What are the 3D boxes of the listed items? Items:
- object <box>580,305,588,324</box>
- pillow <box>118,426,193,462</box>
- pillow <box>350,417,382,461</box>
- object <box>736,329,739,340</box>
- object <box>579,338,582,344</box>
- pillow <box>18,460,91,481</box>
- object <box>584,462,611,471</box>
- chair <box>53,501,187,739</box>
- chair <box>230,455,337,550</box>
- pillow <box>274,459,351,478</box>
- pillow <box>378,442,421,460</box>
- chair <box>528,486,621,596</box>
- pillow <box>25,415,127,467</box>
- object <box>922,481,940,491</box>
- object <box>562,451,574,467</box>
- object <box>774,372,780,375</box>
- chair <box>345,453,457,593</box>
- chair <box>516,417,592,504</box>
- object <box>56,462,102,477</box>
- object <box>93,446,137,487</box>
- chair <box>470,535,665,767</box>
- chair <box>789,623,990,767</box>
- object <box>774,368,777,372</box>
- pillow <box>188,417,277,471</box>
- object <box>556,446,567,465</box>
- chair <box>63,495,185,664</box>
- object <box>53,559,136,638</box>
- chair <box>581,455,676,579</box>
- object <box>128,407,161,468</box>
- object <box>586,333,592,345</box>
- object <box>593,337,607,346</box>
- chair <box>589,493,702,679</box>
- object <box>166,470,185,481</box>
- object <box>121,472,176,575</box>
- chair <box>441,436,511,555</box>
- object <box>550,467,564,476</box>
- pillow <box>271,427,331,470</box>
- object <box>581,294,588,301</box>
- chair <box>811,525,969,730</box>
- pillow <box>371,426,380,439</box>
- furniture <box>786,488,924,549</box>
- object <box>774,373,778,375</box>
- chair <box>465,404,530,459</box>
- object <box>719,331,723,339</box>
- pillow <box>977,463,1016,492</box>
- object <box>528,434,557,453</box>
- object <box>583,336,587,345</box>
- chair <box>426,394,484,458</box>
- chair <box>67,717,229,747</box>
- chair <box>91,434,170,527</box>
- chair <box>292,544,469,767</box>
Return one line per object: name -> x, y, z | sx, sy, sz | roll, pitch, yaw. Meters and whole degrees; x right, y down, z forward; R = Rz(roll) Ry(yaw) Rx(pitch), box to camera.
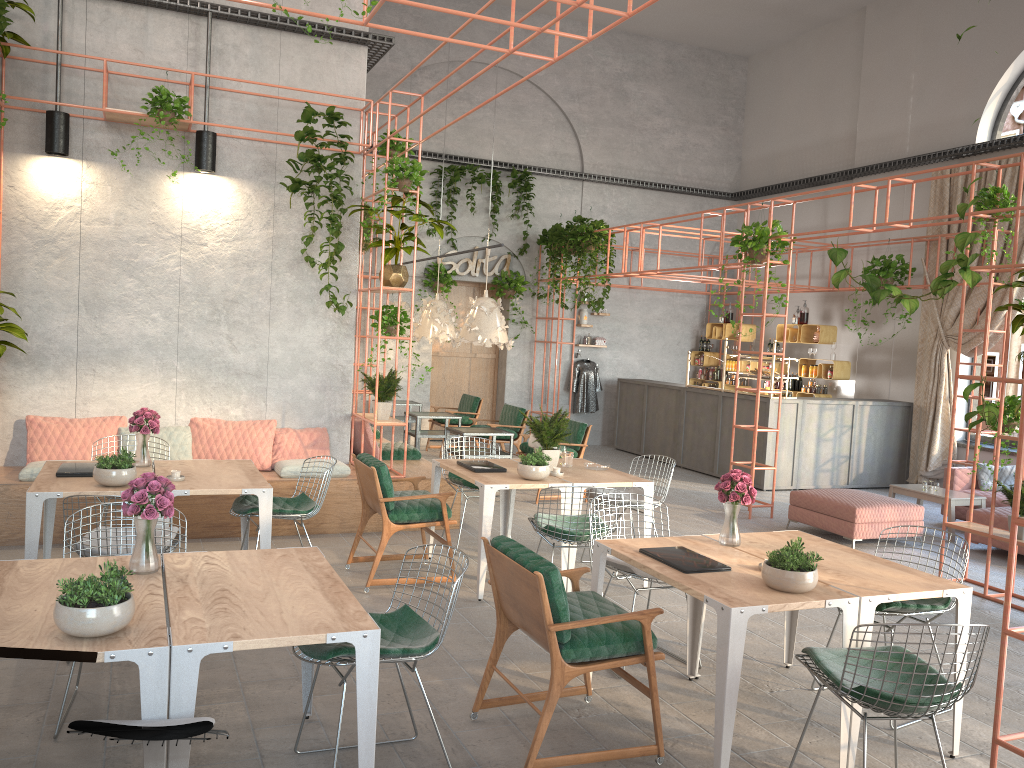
object -> 1.258, -1.211, 15.527 | 0.136, 0.336, 0.145 | 3, 3, -9
pillow -> -3.260, 0.586, 8.122 | 0.666, 0.385, 0.289 | 1, 4, -28
pillow -> -1.643, 0.553, 9.466 | 0.276, 0.474, 0.839 | 1, 4, -33
object -> 3.949, -0.893, 15.363 | 0.137, 0.261, 0.137 | 4, 3, 13
object -> 1.208, -0.778, 15.557 | 0.055, 0.164, 0.092 | 3, 3, -4
pillow -> -3.772, 0.733, 7.482 | 0.637, 0.149, 0.491 | 2, 3, -22
object -> 0.694, 0.671, 7.230 | 0.218, 0.041, 0.218 | 2, 3, -15
chair -> -1.855, 1.094, 4.232 | 0.565, 0.941, 0.717 | 2, 3, -22
chair -> -1.632, 0.991, 6.288 | 0.717, 0.941, 0.565 | 2, 4, -27
pillow -> -1.871, 0.792, 8.287 | 0.637, 0.149, 0.491 | 2, 3, -22
pillow -> -1.305, 0.742, 9.739 | 0.491, 0.149, 0.637 | 2, 3, -22
chair -> 0.411, 1.112, 6.142 | 0.565, 0.941, 0.717 | 3, 3, -7
pillow -> -3.858, 0.518, 7.889 | 0.839, 0.474, 0.276 | 1, 4, -33
object -> 4.551, 1.140, 9.702 | 0.199, 0.145, 0.156 | 3, 3, -8
object -> 0.455, 0.617, 7.249 | 0.095, 0.119, 0.095 | 3, 3, 1
object -> 3.636, -0.160, 12.260 | 0.152, 0.058, 0.095 | 1, 4, -32
chair -> -0.836, 1.016, 6.710 | 0.685, 0.917, 0.722 | 2, 3, -23
chair -> 0.475, 0.883, 10.468 | 0.685, 0.929, 0.722 | 2, 3, -23
object -> -2.840, 0.563, 5.843 | 0.268, 0.031, 0.427 | 2, 3, -23
object -> -2.436, 0.500, 5.448 | 0.248, 0.247, 0.254 | 2, 3, -23
chair -> 0.257, 1.219, 4.157 | 0.685, 0.917, 0.722 | 2, 3, -23
chair -> 1.504, 1.315, 3.590 | 0.565, 0.941, 0.717 | 3, 3, -7
object -> 3.570, -0.190, 12.208 | 0.142, 0.087, 0.094 | 2, 3, -15
pillow -> -2.662, 0.558, 8.348 | 0.839, 0.474, 0.276 | 3, 3, -3
object -> 0.341, 0.588, 7.432 | 0.165, 0.154, 0.210 | 1, 4, -33
chair -> -2.188, 1.031, 5.042 | 0.565, 0.941, 0.717 | 3, 3, -7
object -> -1.379, 0.700, 2.935 | 0.247, 0.247, 0.252 | 2, 3, -23
chair -> 0.967, 1.072, 7.388 | 0.717, 0.941, 0.565 | 2, 4, -27
object -> -2.556, 0.369, 6.164 | 0.213, 0.414, 0.225 | 1, 4, -31
object -> 1.352, -0.793, 15.603 | 0.081, 0.204, 0.081 | 2, 3, -23
object -> 1.548, -0.754, 15.689 | 0.219, 0.149, 0.129 | 2, 3, -23
chair -> 0.778, 1.180, 5.294 | 0.565, 0.941, 0.717 | 2, 3, -22
object -> -2.175, 0.586, 5.735 | 0.115, 0.078, 0.115 | 2, 3, -17
object -> -1.496, 0.569, 3.644 | 0.213, 0.414, 0.225 | 1, 4, -31
chair -> -0.315, 0.976, 7.846 | 0.565, 0.941, 0.717 | 2, 3, -22
object -> 0.341, 0.665, 6.801 | 0.115, 0.078, 0.115 | 2, 3, -17
pillow -> -2.081, 0.623, 8.622 | 0.666, 0.385, 0.289 | 1, 4, -28
object -> 1.272, -1.513, 15.501 | 0.133, 0.145, 0.133 | 5, 4, 29
chair -> 2.060, 1.276, 4.836 | 0.717, 0.941, 0.565 | 2, 4, -27
pillow -> -1.975, 0.615, 11.331 | 0.491, 0.149, 0.637 | 2, 3, -22
furniture -> 3.549, 1.363, 9.194 | 0.941, 0.446, 0.976 | 2, 3, -23
object -> 3.609, -0.152, 12.280 | 0.132, 0.051, 0.099 | 2, 4, -25
chair -> -0.210, 0.754, 12.095 | 0.685, 0.930, 0.722 | 2, 3, -23
object -> 3.742, -0.864, 15.691 | 0.123, 0.142, 0.141 | 2, 3, -23
pillow -> 5.572, 1.080, 10.091 | 0.500, 0.324, 0.307 | 4, 3, 12
object -> 0.253, 0.519, 7.302 | 0.241, 0.313, 0.241 | 4, 3, 22
object -> 1.275, -0.768, 15.564 | 0.063, 0.151, 0.063 | 1, 4, -37
chair -> -0.880, 0.627, 13.688 | 0.685, 0.930, 0.722 | 2, 3, -23
chair -> -1.129, 1.230, 2.528 | 0.565, 0.941, 0.717 | 3, 3, -7
chair -> -2.914, 0.895, 6.746 | 0.565, 0.941, 0.717 | 2, 3, -22
chair -> -0.574, 1.191, 3.773 | 0.717, 0.941, 0.565 | 2, 4, -27
